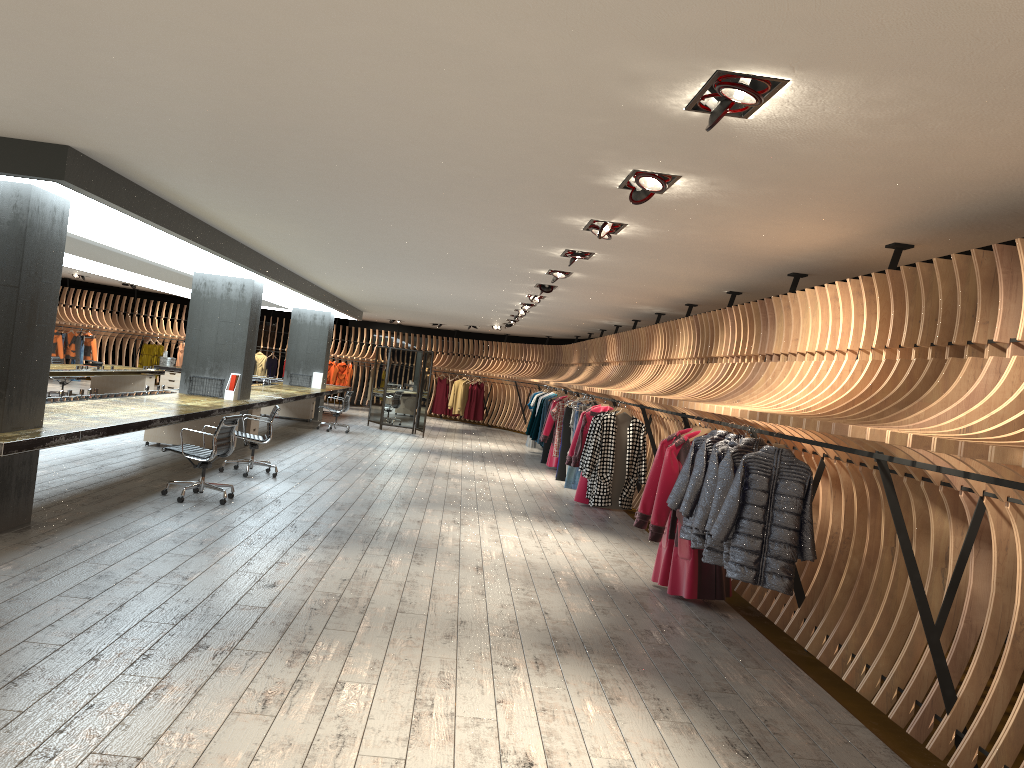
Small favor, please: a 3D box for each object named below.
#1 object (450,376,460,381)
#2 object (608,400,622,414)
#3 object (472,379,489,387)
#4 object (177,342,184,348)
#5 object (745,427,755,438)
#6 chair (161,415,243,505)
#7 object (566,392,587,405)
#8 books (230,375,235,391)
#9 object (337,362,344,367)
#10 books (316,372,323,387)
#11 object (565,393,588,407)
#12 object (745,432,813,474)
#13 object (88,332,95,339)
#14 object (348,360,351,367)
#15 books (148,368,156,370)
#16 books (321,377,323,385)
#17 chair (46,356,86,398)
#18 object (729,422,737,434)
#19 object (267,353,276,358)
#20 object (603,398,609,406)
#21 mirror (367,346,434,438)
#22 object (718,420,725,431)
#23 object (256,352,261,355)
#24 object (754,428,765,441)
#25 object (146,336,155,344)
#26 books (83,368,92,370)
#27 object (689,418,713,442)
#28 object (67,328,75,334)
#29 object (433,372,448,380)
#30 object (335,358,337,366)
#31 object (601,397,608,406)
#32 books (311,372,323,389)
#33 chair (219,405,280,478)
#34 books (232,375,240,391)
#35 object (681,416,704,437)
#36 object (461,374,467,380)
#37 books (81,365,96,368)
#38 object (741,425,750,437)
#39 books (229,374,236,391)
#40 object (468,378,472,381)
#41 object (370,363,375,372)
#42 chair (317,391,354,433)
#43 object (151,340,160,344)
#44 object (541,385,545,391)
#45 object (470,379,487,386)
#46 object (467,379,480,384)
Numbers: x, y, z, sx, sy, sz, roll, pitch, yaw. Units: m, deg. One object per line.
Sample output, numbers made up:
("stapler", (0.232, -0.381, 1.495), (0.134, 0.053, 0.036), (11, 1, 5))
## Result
("object", (-1.612, -0.177, 26.221), (0.524, 0.270, 0.012), (7, 0, -38))
("object", (1.306, 0.333, 10.948), (0.525, 0.270, 0.012), (7, 0, 17))
("object", (-0.894, -0.082, 25.492), (0.524, 0.270, 0.012), (7, 0, -28))
("object", (-9.799, -1.177, 26.421), (0.525, 0.270, 0.012), (7, 0, 32))
("object", (1.565, 0.394, 5.826), (0.440, 0.226, 0.010), (7, 0, 22))
("chair", (-3.089, 0.707, 8.809), (0.667, 0.859, 0.693), (7, 0, -7))
("object", (1.100, 0.270, 14.491), (0.525, 0.270, 0.012), (7, 0, 37))
("books", (-4.065, 0.046, 12.936), (0.048, 0.368, 0.215), (7, 0, -3))
("object", (-5.288, -0.641, 27.736), (0.012, 0.270, 0.524), (7, 0, 27))
("books", (-4.492, -0.079, 20.492), (0.215, 0.368, 0.047), (7, 0, -3))
("object", (1.120, 0.275, 14.279), (0.525, 0.270, 0.012), (7, 0, -3))
("object", (1.607, 0.404, 5.342), (0.440, 0.226, 0.010), (7, 0, 37))
("object", (-11.597, -1.374, 24.297), (0.525, 0.270, 0.012), (7, 0, 27))
("object", (-5.063, -0.613, 27.713), (0.012, 0.270, 0.525), (7, 0, -23))
("books", (-7.923, -0.330, 19.499), (0.155, 0.025, 0.110), (7, 1, -8))
("books", (-4.490, -0.078, 20.450), (0.215, 0.368, 0.075), (7, 0, -3))
("chair", (-8.957, -0.097, 17.819), (0.667, 0.859, 0.694), (7, 0, -17))
("object", (1.556, 0.384, 6.280), (0.440, 0.226, 0.010), (7, 0, -13))
("object", (-7.441, -0.904, 27.555), (0.012, 0.270, 0.525), (7, 0, 22))
("object", (1.234, 0.318, 11.683), (0.525, 0.270, 0.012), (7, 0, 27))
("mirror", (-2.513, 0.140, 20.116), (2.114, 1.892, 0.442), (7, 0, 38))
("object", (1.542, 0.380, 6.516), (0.010, 0.226, 0.440), (7, 0, -43))
("object", (-7.804, -0.944, 27.455), (0.525, 0.270, 0.012), (7, 0, 22))
("object", (1.600, 0.406, 5.708), (0.438, 0.244, 0.010), (7, 0, -3))
("object", (-10.510, -1.253, 25.780), (0.525, 0.270, 0.012), (7, 0, 27))
("books", (-7.735, -0.273, 16.125), (0.155, 0.025, 0.110), (7, 1, -8))
("object", (1.532, 0.410, 6.926), (0.523, 0.291, 0.015), (7, 0, 7))
("object", (-11.828, -1.395, 23.807), (0.525, 0.270, 0.012), (7, 0, 17))
("object", (-2.076, -0.237, 26.560), (0.525, 0.270, 0.012), (7, 0, -3))
("object", (-5.538, -0.671, 27.765), (0.012, 0.270, 0.525), (7, 0, 2))
("object", (1.252, 0.317, 12.007), (0.525, 0.270, 0.012), (7, 0, 17))
("books", (-4.488, -0.078, 20.422), (0.215, 0.368, 0.073), (7, 0, -3))
("chair", (-3.207, 0.672, 10.883), (0.667, 0.859, 0.694), (7, 0, -27))
("books", (-4.043, 0.048, 12.937), (0.048, 0.368, 0.215), (7, 0, -3))
("object", (1.512, 0.395, 7.199), (0.525, 0.270, 0.012), (7, 0, 27))
("object", (-1.390, -0.152, 26.015), (0.525, 0.270, 0.012), (7, 0, -3))
("books", (-8.227, -0.338, 17.278), (0.213, 0.026, 0.366), (7, 1, -3))
("object", (1.586, 0.397, 5.985), (0.439, 0.242, 0.016), (7, 0, 22))
("books", (-4.086, 0.043, 12.935), (0.048, 0.368, 0.215), (7, 0, -3))
("object", (-1.238, -0.132, 25.853), (0.012, 0.270, 0.524), (7, 0, 37))
("object", (-4.286, -0.514, 27.562), (0.012, 0.270, 0.525), (7, 0, 12))
("chair", (-3.649, 0.543, 18.294), (0.667, 0.859, 0.693), (7, 0, -7))
("object", (-10.386, -1.240, 25.914), (0.525, 0.270, 0.012), (7, 0, 27))
("object", (0.754, 0.164, 20.812), (0.525, 0.270, 0.012), (7, 0, 12))
("object", (-0.955, -0.090, 25.572), (0.525, 0.270, 0.012), (7, 0, -3))
("object", (-1.067, -0.105, 25.687), (0.524, 0.270, 0.012), (7, 0, -28))
